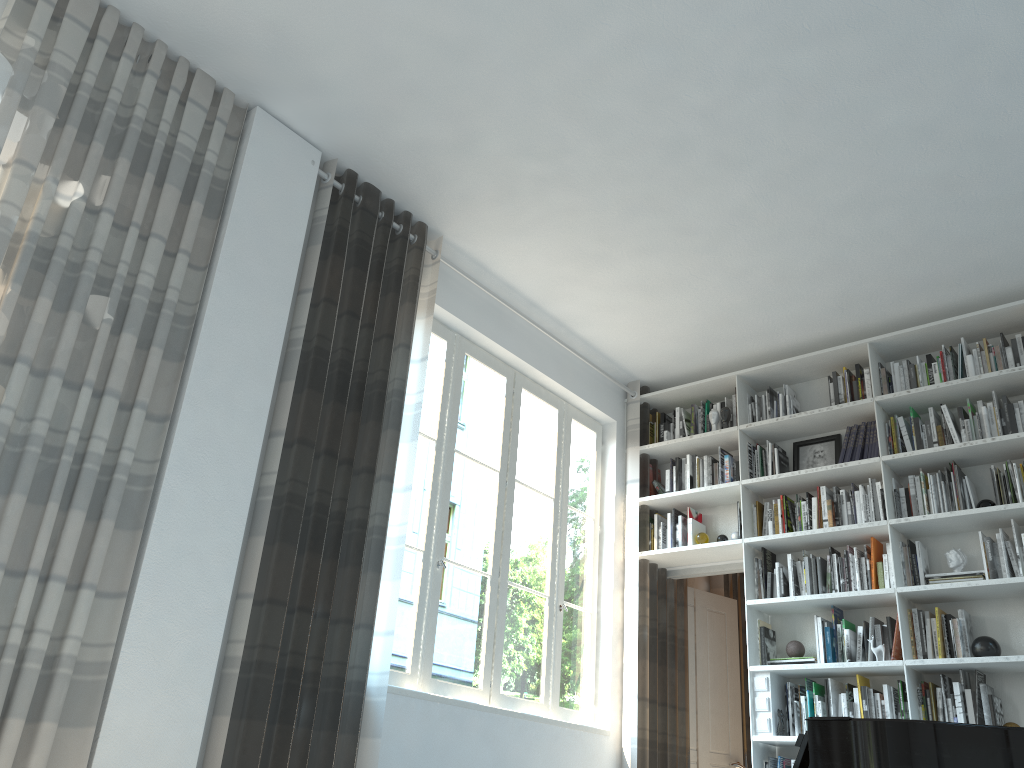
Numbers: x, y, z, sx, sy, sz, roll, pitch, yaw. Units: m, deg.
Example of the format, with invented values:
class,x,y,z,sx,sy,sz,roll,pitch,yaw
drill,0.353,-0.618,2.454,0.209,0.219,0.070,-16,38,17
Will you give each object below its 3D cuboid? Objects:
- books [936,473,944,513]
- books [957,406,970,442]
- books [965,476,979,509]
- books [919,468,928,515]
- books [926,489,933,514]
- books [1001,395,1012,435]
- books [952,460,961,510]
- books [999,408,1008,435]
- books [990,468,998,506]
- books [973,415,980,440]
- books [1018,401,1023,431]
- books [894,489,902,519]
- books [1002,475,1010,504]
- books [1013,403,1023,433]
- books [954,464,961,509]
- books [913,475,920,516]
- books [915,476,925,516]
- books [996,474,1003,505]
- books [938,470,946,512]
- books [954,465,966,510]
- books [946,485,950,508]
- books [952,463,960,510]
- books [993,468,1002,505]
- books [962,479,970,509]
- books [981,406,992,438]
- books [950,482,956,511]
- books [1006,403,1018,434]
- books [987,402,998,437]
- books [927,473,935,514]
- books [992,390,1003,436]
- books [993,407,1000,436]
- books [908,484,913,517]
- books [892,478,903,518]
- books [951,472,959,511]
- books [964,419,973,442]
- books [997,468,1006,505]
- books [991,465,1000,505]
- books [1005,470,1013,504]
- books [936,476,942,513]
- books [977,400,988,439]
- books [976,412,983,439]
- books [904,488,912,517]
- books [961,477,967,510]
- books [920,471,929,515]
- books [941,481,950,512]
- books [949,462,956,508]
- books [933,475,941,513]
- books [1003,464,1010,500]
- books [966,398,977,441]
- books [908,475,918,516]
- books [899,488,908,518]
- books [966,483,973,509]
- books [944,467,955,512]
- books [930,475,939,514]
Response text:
class,x,y,z,sx,sy,sz,roll,pitch,yaw
books,2.360,0.635,4.833,0.009,0.259,0.181,-16,-32,36
books,2.518,0.276,4.910,0.027,0.264,0.169,-16,-32,36
books,2.480,0.623,4.754,0.031,0.231,0.148,-16,-32,36
books,2.305,0.638,4.911,0.011,0.315,0.155,-16,-32,36
books,2.320,0.688,4.863,0.029,0.186,0.149,-16,-32,36
books,2.697,0.218,4.791,0.022,0.289,0.147,-16,-32,36
books,2.438,0.593,4.814,0.005,0.329,0.162,-16,-32,36
books,2.675,0.257,4.787,0.024,0.212,0.150,-16,-32,36
books,2.572,0.589,4.697,0.005,0.253,0.161,-16,-32,36
books,2.579,0.292,4.873,0.024,0.211,0.128,-16,-32,36
books,2.753,0.225,4.735,0.025,0.236,0.153,-16,-32,36
books,2.184,0.712,4.960,0.015,0.207,0.186,-16,-32,36
books,2.611,0.598,4.648,0.011,0.199,0.163,-16,-32,36
books,2.725,0.231,4.735,0.022,0.221,0.161,-16,-32,36
books,2.440,0.603,4.805,0.005,0.304,0.163,-16,-32,36
books,2.267,0.658,4.913,0.012,0.275,0.157,-16,-32,36
books,2.281,0.661,4.901,0.024,0.261,0.178,-16,-32,36
books,2.593,0.598,4.669,0.013,0.215,0.150,-16,-32,36
books,2.372,0.627,4.835,0.011,0.278,0.169,-16,-32,36
books,2.436,0.601,4.779,0.011,0.285,0.189,-16,-32,36
books,2.398,0.653,4.824,0.011,0.225,0.130,-16,-32,36
books,2.435,0.602,4.816,0.005,0.315,0.157,-16,-32,36
books,2.576,0.582,4.668,0.005,0.239,0.174,-16,-32,36
books,2.466,0.638,4.772,0.012,0.217,0.151,-16,-32,36
books,2.602,0.259,4.816,0.021,0.225,0.192,-16,-32,36
books,2.419,0.654,4.812,0.012,0.216,0.133,-16,-32,36
books,2.702,0.238,4.747,0.030,0.216,0.183,-16,-32,36
books,2.634,0.245,4.821,0.028,0.259,0.136,-16,-32,36
books,2.322,0.640,4.852,0.009,0.262,0.190,-16,-32,36
books,2.652,0.208,4.804,0.011,0.312,0.184,-16,-32,36
books,2.646,0.252,4.801,0.013,0.230,0.142,-16,-32,36
books,2.244,0.687,4.935,0.012,0.239,0.134,-16,-32,36
books,2.187,0.687,4.996,0.012,0.283,0.160,-16,-32,36
books,2.420,0.623,4.800,0.010,0.260,0.158,-16,-32,36
books,2.532,0.305,4.871,0.028,0.179,0.168,-16,-32,36
books,2.585,0.577,4.650,0.005,0.235,0.179,-16,-32,36
books,2.585,0.580,4.702,0.012,0.274,0.129,-16,-32,36
books,2.611,0.577,4.624,0.006,0.215,0.181,-16,-32,36
books,2.362,0.646,4.849,0.011,0.254,0.152,-16,-32,36
books,2.600,0.246,4.859,0.026,0.285,0.138,-16,-32,36
books,2.576,0.280,4.844,0.010,0.207,0.174,-16,-32,36
books,2.237,0.705,4.950,0.024,0.218,0.140,-16,-32,36
books,2.463,0.634,4.786,0.009,0.235,0.135,-16,-32,36
books,2.298,0.642,4.883,0.010,0.282,0.184,-16,-32,36
books,2.374,0.653,4.809,0.011,0.208,0.181,-16,-32,36
books,2.421,0.601,4.821,0.004,0.319,0.153,-16,-32,36
books,2.354,0.646,4.857,0.010,0.260,0.170,-16,-32,36
books,2.627,0.569,4.662,0.009,0.265,0.150,-16,-32,36
books,2.552,0.244,4.886,0.012,0.306,0.145,-16,-32,36
books,2.255,0.662,4.927,0.026,0.278,0.151,-16,-32,36
books,2.217,0.709,4.968,0.029,0.224,0.137,-16,-32,36
books,2.471,0.639,4.764,0.004,0.208,0.132,-16,-32,36
books,2.397,0.613,4.817,0.011,0.290,0.177,-16,-32,36
books,2.330,0.644,4.844,0.012,0.250,0.184,-16,-32,36
